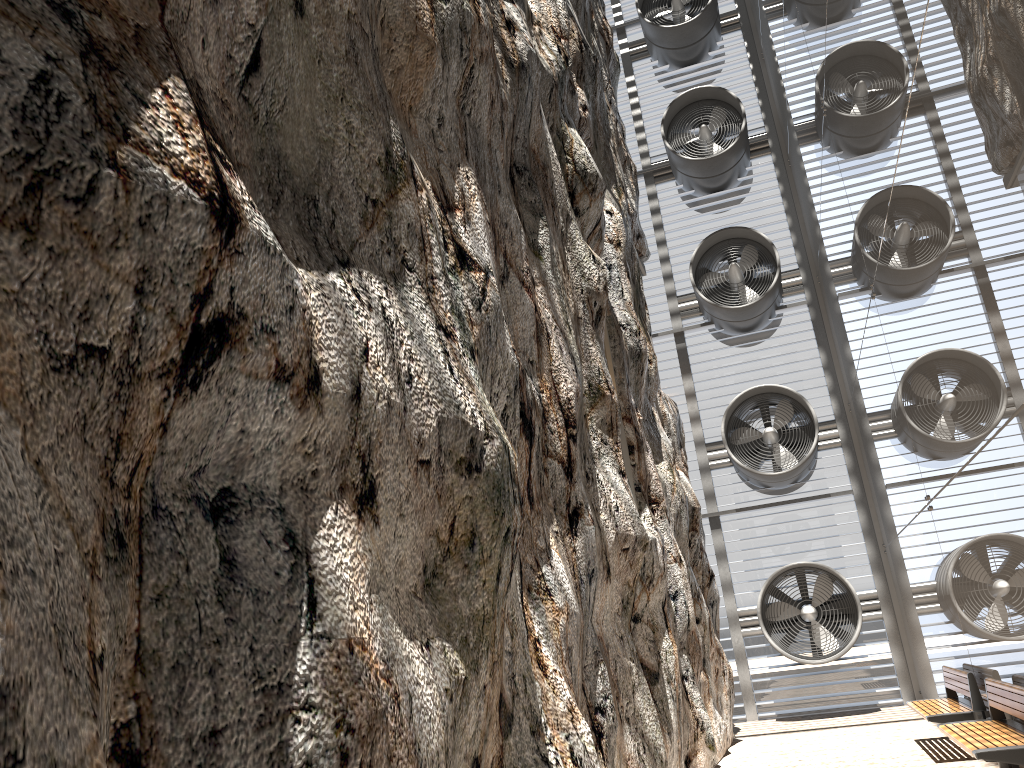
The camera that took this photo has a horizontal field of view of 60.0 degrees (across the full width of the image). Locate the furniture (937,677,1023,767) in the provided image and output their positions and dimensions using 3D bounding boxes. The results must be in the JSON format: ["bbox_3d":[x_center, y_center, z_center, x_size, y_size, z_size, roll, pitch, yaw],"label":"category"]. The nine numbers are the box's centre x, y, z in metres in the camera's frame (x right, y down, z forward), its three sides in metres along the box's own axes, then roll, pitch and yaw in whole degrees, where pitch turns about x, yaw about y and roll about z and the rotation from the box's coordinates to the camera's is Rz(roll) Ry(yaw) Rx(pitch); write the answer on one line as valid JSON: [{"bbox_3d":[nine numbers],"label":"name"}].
[{"bbox_3d":[3.799,2.792,6.976,0.595,0.796,2.153,-12,-18,15],"label":"furniture"}]

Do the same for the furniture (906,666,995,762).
[{"bbox_3d":[4.623,3.473,9.451,0.595,0.796,2.153,-12,-18,15],"label":"furniture"}]
